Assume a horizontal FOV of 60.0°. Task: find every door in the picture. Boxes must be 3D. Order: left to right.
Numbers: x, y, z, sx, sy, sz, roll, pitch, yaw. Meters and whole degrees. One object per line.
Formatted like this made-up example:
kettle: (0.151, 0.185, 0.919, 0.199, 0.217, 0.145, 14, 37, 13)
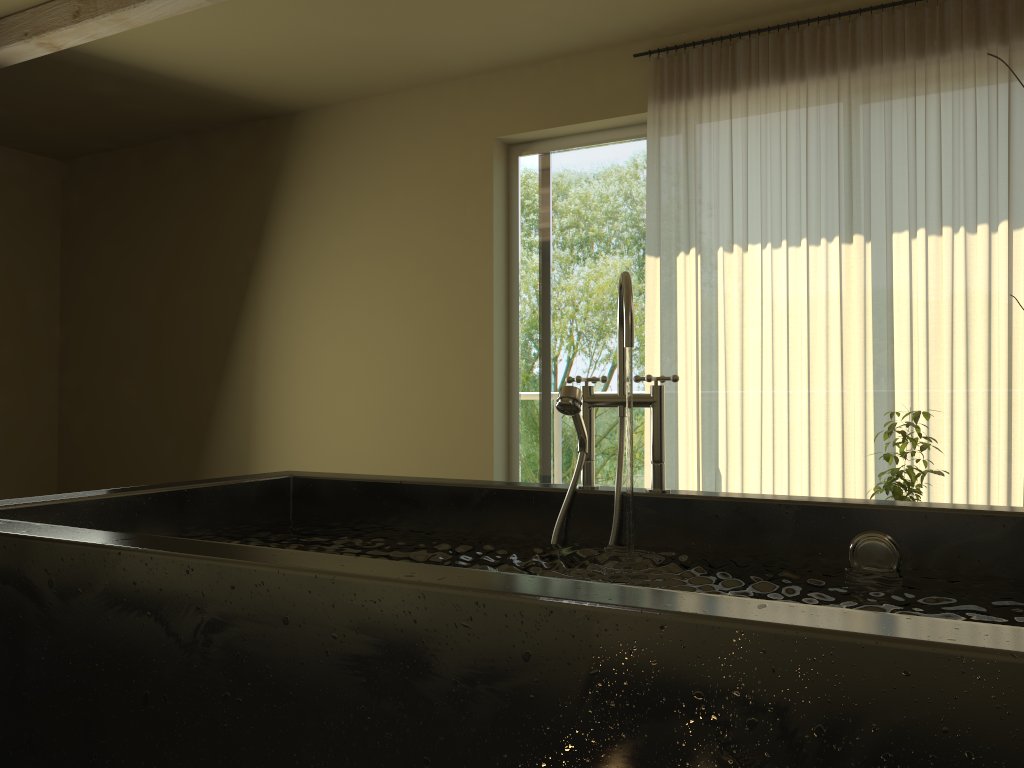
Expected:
door: (0.443, -0.126, 4.517, 1.037, 2.334, 0.063, -1, -2, 27)

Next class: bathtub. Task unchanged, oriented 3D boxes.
bathtub: (0.062, 0.344, 1.471, 2.131, 1.162, 1.067, -1, -2, 29)

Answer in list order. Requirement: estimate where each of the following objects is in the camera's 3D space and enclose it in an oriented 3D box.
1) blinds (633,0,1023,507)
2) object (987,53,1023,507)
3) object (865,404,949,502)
blinds: (1.435, -0.300, 3.730, 1.944, 2.581, 0.064, -1, -2, 28)
object: (1.781, -0.090, 2.888, 0.462, 2.181, 0.467, 0, -2, -11)
object: (1.354, 0.531, 3.041, 0.266, 0.930, 0.242, 1, -2, -23)
